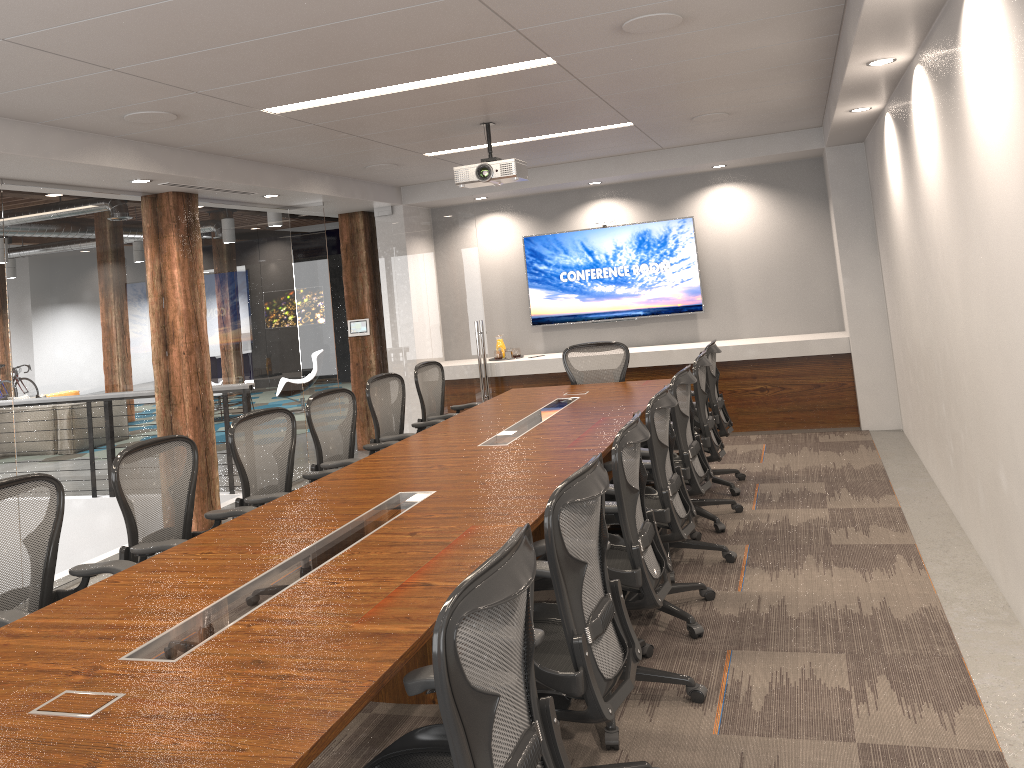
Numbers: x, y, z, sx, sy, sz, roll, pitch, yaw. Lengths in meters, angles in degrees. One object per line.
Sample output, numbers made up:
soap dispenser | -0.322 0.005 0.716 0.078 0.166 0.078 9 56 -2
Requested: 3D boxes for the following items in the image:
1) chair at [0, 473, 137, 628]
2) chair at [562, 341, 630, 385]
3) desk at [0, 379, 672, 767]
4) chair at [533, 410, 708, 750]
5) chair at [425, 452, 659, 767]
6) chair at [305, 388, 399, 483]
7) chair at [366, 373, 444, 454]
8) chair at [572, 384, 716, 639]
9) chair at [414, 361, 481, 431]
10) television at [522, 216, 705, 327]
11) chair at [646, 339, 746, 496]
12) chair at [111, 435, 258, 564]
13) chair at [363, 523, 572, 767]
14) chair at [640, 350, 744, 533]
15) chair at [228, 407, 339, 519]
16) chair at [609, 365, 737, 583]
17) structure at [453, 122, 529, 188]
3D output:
chair | -1.735 0.910 3.323 0.792 1.100 0.766 -6 -1 0
chair | 0.725 0.216 7.235 0.770 1.099 0.789 -6 -1 2
desk | -0.231 0.798 4.405 1.395 0.756 6.087 -4 6 19
chair | 0.303 0.691 3.442 0.792 1.100 0.766 -6 -1 -1
chair | 0.020 0.801 2.727 0.757 1.099 0.802 -6 -1 18
chair | -0.901 0.570 5.566 0.758 1.099 0.801 -6 -1 11
chair | -0.692 0.457 6.372 0.792 1.100 0.767 -6 -1 2
chair | 0.523 0.576 4.252 0.756 1.099 0.804 -6 -1 20
chair | -0.410 0.347 7.090 0.756 1.099 0.803 -6 -1 24
television | 1.071 -1.231 9.470 1.897 1.118 0.064 -5 -4 18
chair | 1.289 0.238 6.546 0.756 1.099 0.804 -6 -1 20
chair | -1.409 0.795 4.042 0.759 1.099 0.800 -6 -1 7
chair | -0.205 0.916 1.913 0.789 1.100 0.770 -6 -1 12
chair | 1.046 0.349 5.786 0.755 1.099 0.804 -6 -1 29
chair | -1.159 0.680 4.827 0.791 1.100 0.767 -6 -1 4
chair | 0.813 0.465 4.976 0.791 1.100 0.767 -6 -1 4
structure | -0.165 -1.660 6.280 0.457 0.460 0.319 -5 -1 18
